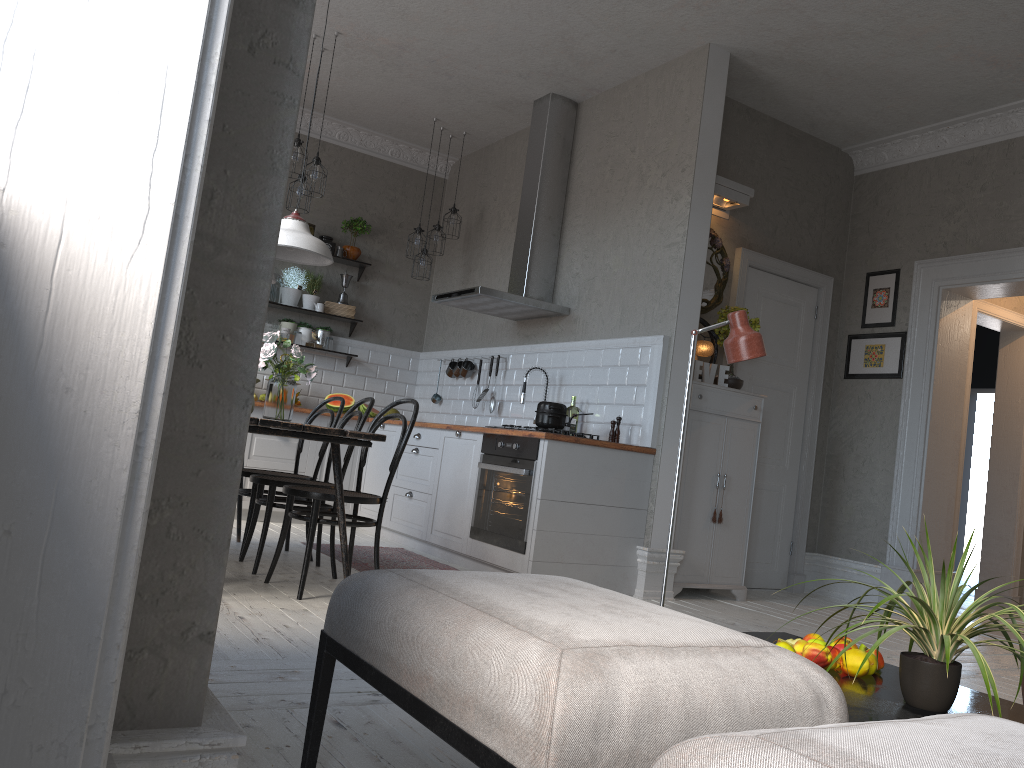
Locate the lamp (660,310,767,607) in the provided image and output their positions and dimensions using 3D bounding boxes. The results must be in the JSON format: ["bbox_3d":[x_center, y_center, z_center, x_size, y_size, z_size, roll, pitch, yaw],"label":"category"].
[{"bbox_3d":[0.445,0.228,2.090,0.251,0.840,0.138,7,-5,3],"label":"lamp"}]

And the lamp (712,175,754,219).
[{"bbox_3d":[1.357,-1.231,5.816,0.424,0.171,0.215,10,-5,-32],"label":"lamp"}]

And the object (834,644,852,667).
[{"bbox_3d":[0.831,0.682,2.228,0.058,0.058,0.057,12,-6,-41],"label":"object"}]

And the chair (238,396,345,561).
[{"bbox_3d":[-1.264,0.486,4.881,0.560,0.921,0.429,11,-6,-34],"label":"chair"}]

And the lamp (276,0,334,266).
[{"bbox_3d":[-0.854,-1.480,3.967,0.378,1.859,0.381,7,-5,6],"label":"lamp"}]

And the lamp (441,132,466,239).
[{"bbox_3d":[-0.394,-2.061,7.332,0.144,1.735,0.149,5,-6,30],"label":"lamp"}]

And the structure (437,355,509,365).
[{"bbox_3d":[-0.333,-0.196,7.060,0.096,0.053,1.064,10,-5,-31],"label":"structure"}]

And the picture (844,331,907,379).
[{"bbox_3d":[2.590,-0.200,6.328,0.014,0.331,0.480,11,-6,-31],"label":"picture"}]

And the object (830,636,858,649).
[{"bbox_3d":[0.862,0.689,2.299,0.075,0.064,0.075,8,-5,-1],"label":"object"}]

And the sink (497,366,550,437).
[{"bbox_3d":[0.007,0.212,5.811,0.538,0.720,0.476,10,-6,-31],"label":"sink"}]

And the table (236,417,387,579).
[{"bbox_3d":[-1.435,0.506,4.229,0.922,0.735,1.882,10,-5,-31],"label":"table"}]

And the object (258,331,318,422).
[{"bbox_3d":[-1.066,-0.033,4.140,0.318,0.414,0.246,11,-6,-33],"label":"object"}]

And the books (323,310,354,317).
[{"bbox_3d":[-1.474,-0.592,7.490,0.264,0.016,0.155,9,-5,-19],"label":"books"}]

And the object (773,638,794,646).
[{"bbox_3d":[0.711,0.681,2.278,0.066,0.039,0.065,10,-5,-26],"label":"object"}]

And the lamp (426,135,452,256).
[{"bbox_3d":[-0.533,-1.941,7.442,0.145,1.735,0.148,7,-5,10],"label":"lamp"}]

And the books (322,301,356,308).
[{"bbox_3d":[-1.464,-0.666,7.496,0.265,0.011,0.155,10,-5,-26],"label":"books"}]

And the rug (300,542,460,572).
[{"bbox_3d":[-0.696,1.039,5.181,0.750,0.014,1.263,10,-5,-31],"label":"rug"}]

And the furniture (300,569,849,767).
[{"bbox_3d":[0.066,0.613,1.576,0.594,0.476,0.811,10,-5,-31],"label":"furniture"}]

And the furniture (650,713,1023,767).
[{"bbox_3d":[0.568,0.612,0.751,0.594,0.476,0.811,10,-5,-31],"label":"furniture"}]

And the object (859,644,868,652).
[{"bbox_3d":[0.928,0.703,2.296,0.059,0.053,0.058,10,-5,-25],"label":"object"}]

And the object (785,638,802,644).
[{"bbox_3d":[0.757,0.695,2.370,0.048,0.036,0.060,9,-5,-21],"label":"object"}]

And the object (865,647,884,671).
[{"bbox_3d":[0.904,0.693,2.228,0.058,0.058,0.056,8,-5,-7],"label":"object"}]

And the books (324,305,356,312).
[{"bbox_3d":[-1.468,-0.635,7.494,0.265,0.011,0.155,10,-5,-26],"label":"books"}]

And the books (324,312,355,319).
[{"bbox_3d":[-1.477,-0.570,7.488,0.266,0.011,0.155,10,-5,-29],"label":"books"}]

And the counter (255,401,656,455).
[{"bbox_3d":[-1.372,0.149,5.694,3.222,0.039,3.324,10,-5,-31],"label":"counter"}]

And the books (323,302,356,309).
[{"bbox_3d":[-1.465,-0.656,7.495,0.265,0.016,0.155,9,-5,-23],"label":"books"}]

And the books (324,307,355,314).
[{"bbox_3d":[-1.471,-0.613,7.492,0.265,0.011,0.155,10,-5,-26],"label":"books"}]

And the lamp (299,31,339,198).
[{"bbox_3d":[-1.179,-2.080,5.788,0.145,1.735,0.148,6,-5,15],"label":"lamp"}]

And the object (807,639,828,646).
[{"bbox_3d":[0.773,0.676,2.246,0.061,0.058,0.062,6,-5,13],"label":"object"}]

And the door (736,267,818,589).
[{"bbox_3d":[1.787,0.326,6.186,0.766,2.184,0.078,11,-6,-32],"label":"door"}]

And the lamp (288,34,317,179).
[{"bbox_3d":[-1.324,-2.223,5.880,0.143,1.735,0.150,3,-7,45],"label":"lamp"}]

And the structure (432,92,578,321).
[{"bbox_3d":[0.014,-1.317,6.280,0.726,1.596,0.698,11,-6,-31],"label":"structure"}]

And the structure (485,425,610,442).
[{"bbox_3d":[0.203,0.280,5.186,0.506,0.031,0.594,10,-5,-31],"label":"structure"}]

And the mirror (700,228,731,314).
[{"bbox_3d":[1.249,-0.758,5.842,0.543,0.594,0.070,10,-6,-32],"label":"mirror"}]

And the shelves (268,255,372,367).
[{"bbox_3d":[-1.872,-0.664,7.231,1.342,0.924,0.224,10,-6,-32],"label":"shelves"}]

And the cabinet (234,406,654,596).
[{"bbox_3d":[-1.117,0.625,6.027,4.155,0.855,2.006,6,-5,14],"label":"cabinet"}]

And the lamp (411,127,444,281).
[{"bbox_3d":[-0.628,-1.712,7.258,0.144,1.735,0.149,5,-6,30],"label":"lamp"}]

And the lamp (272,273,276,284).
[{"bbox_3d":[-1.310,-1.479,4.716,0.385,1.859,0.373,10,-5,-24],"label":"lamp"}]

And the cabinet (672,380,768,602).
[{"bbox_3d":[1.164,0.662,5.525,0.679,1.298,0.376,11,-6,-32],"label":"cabinet"}]

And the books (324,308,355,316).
[{"bbox_3d":[-1.473,-0.602,7.491,0.265,0.016,0.155,9,-5,-23],"label":"books"}]

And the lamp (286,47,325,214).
[{"bbox_3d":[-1.335,-2.028,6.053,0.143,1.735,0.150,3,-7,45],"label":"lamp"}]

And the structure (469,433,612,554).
[{"bbox_3d":[0.179,0.644,5.165,0.630,0.623,0.610,10,-5,-31],"label":"structure"}]

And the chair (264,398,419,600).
[{"bbox_3d":[-0.757,0.483,4.020,0.560,0.921,0.429,11,-6,-34],"label":"chair"}]

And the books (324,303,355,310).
[{"bbox_3d":[-1.467,-0.645,7.494,0.264,0.016,0.155,9,-5,-19],"label":"books"}]

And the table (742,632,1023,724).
[{"bbox_3d":[0.773,0.828,1.877,0.866,0.303,1.284,10,-5,-31],"label":"table"}]

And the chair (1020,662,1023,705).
[{"bbox_3d":[2.067,0.846,2.684,1.036,0.721,0.497,10,-6,-32],"label":"chair"}]

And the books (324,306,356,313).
[{"bbox_3d":[-1.470,-0.624,7.493,0.266,0.011,0.155,10,-5,-29],"label":"books"}]

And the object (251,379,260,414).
[{"bbox_3d":[-1.182,0.051,3.830,0.134,0.170,0.151,6,-5,20],"label":"object"}]

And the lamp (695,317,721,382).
[{"bbox_3d":[1.140,-0.153,5.622,0.457,0.558,0.169,10,-5,-24],"label":"lamp"}]

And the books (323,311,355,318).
[{"bbox_3d":[-1.476,-0.581,7.489,0.265,0.011,0.155,10,-5,-26],"label":"books"}]

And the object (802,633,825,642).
[{"bbox_3d":[0.786,0.681,2.308,0.062,0.062,0.061,4,-6,40],"label":"object"}]

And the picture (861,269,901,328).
[{"bbox_3d":[2.646,-0.610,6.361,0.012,0.417,0.277,11,-6,-31],"label":"picture"}]

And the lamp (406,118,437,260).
[{"bbox_3d":[-0.653,-1.853,7.087,0.147,1.735,0.146,8,-5,0],"label":"lamp"}]

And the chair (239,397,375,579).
[{"bbox_3d":[-1.033,0.483,4.465,0.558,0.921,0.430,10,-5,-24],"label":"chair"}]
